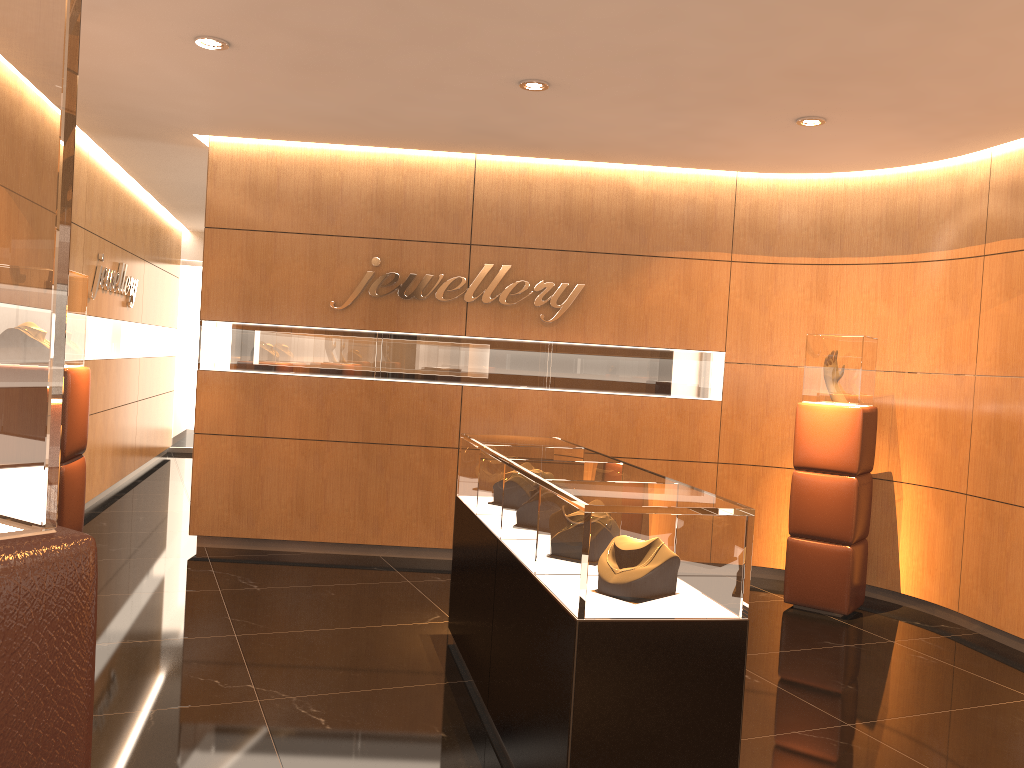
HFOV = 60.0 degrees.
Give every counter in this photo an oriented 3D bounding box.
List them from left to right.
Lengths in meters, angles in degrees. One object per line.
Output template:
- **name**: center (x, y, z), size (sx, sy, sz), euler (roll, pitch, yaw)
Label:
- **counter**: center (0.221, 0.943, 4.154), size (0.615, 1.173, 2.514), euler (3, 2, -13)

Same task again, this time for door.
- **door**: center (-4.691, -0.393, 13.275), size (1.249, 2.882, 0.134), euler (3, 2, -13)

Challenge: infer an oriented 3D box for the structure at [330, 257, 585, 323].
- **structure**: center (-0.435, -0.764, 7.184), size (2.050, 0.442, 0.034), euler (3, 1, -2)

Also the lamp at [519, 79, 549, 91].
- **lamp**: center (0.132, -1.788, 5.233), size (0.176, 0.068, 0.176), euler (3, 2, -18)

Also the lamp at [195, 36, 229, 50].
- **lamp**: center (-1.634, -1.885, 4.837), size (0.176, 0.068, 0.176), euler (3, 2, -18)

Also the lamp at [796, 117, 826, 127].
- **lamp**: center (1.899, -1.692, 5.628), size (0.176, 0.068, 0.176), euler (3, 2, -18)

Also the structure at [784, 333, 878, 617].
- **structure**: center (2.351, 0.647, 6.496), size (0.498, 2.000, 0.484), euler (4, 2, 35)

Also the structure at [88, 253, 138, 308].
- **structure**: center (-3.985, -1.023, 8.929), size (0.034, 0.442, 2.050), euler (3, 2, -13)

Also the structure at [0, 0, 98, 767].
- **structure**: center (-0.700, 0.611, 0.723), size (0.498, 2.000, 0.484), euler (4, 2, 32)

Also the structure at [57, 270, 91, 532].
- **structure**: center (-2.552, 0.382, 4.691), size (0.498, 1.968, 0.484), euler (3, 2, -13)
